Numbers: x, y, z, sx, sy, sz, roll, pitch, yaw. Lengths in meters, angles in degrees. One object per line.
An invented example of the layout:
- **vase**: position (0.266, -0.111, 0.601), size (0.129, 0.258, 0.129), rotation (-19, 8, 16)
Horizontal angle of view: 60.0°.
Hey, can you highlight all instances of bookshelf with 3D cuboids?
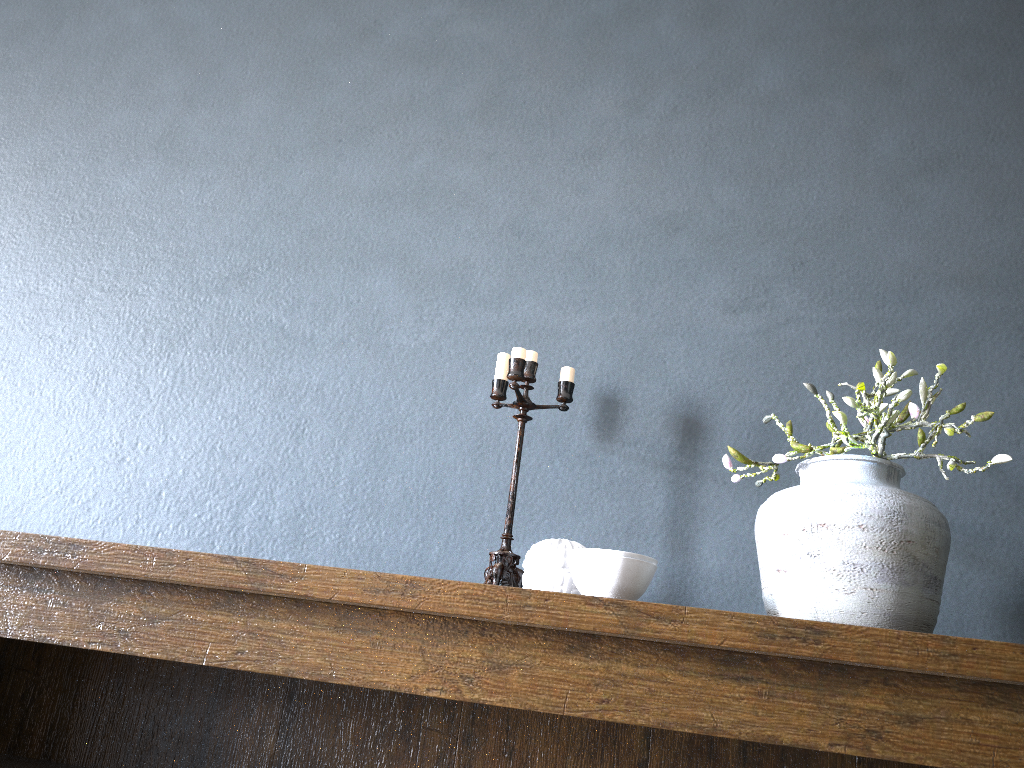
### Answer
- **bookshelf**: position (-0.167, 0.853, 1.084), size (1.918, 1.166, 0.453), rotation (4, -19, 11)

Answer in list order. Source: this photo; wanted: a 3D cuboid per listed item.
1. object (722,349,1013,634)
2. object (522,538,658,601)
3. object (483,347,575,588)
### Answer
- **object**: position (0.452, 0.143, 1.218), size (0.275, 0.410, 0.387), rotation (11, -19, -9)
- **object**: position (0.101, 0.259, 1.218), size (0.118, 0.103, 0.256), rotation (15, -20, -22)
- **object**: position (-0.005, 0.143, 1.438), size (0.145, 0.435, 0.130), rotation (23, -24, -40)
